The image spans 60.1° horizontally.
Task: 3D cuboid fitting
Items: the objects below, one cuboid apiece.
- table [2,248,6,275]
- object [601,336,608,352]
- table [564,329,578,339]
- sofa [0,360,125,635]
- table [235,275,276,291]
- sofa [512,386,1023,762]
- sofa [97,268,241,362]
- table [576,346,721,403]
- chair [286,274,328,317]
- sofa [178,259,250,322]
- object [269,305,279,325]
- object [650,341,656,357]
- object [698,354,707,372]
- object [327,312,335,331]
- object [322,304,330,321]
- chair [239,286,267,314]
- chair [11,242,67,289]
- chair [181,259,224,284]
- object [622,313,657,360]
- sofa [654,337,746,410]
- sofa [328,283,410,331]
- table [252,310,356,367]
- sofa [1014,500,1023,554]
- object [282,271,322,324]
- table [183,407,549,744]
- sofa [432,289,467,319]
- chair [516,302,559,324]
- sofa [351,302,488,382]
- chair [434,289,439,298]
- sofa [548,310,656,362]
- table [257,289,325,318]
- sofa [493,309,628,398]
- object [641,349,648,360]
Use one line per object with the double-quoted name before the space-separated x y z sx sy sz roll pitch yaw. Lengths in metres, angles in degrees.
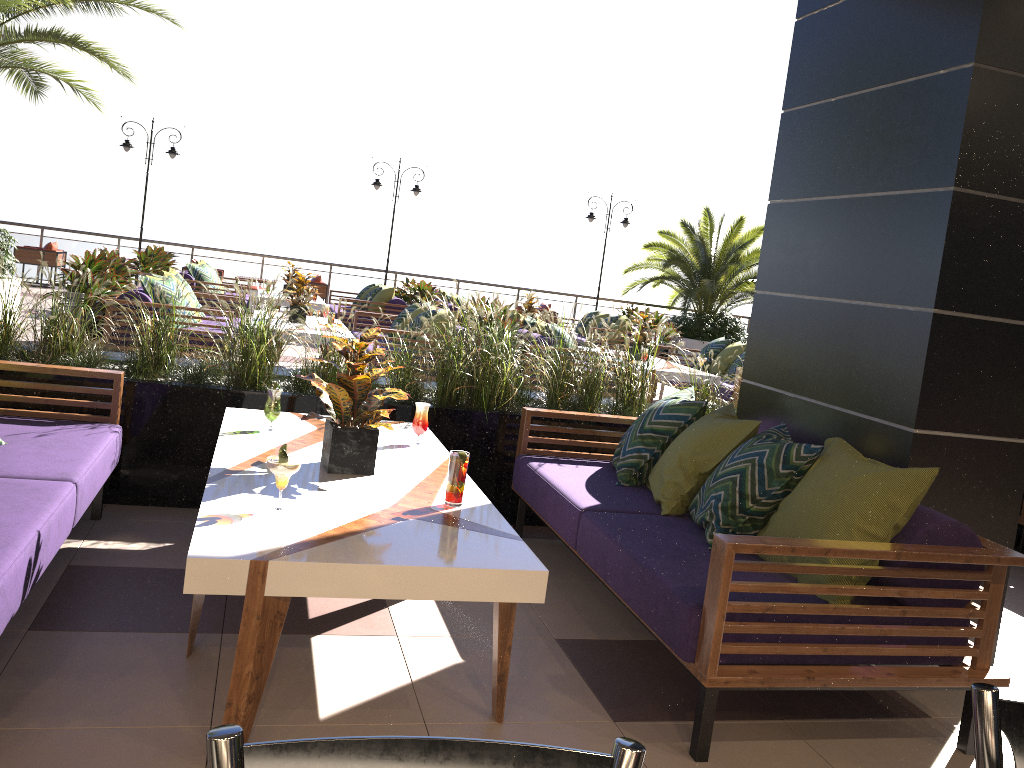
"table" -9.373 -2.142 15.542 0.738 0.587 0.761 6 6 -16
"object" 1.097 -0.477 10.550 0.067 0.189 0.085 9 4 14
"table" 0.261 -0.700 14.409 0.939 0.551 2.052 6 7 -16
"sofa" -2.014 0.271 2.882 1.117 0.915 2.141 6 7 -16
"table" -4.898 -1.709 16.817 0.738 0.587 0.761 6 6 -16
"sofa" 0.804 0.544 3.685 1.117 0.915 2.141 6 7 -16
"sofa" -3.277 -0.639 8.750 1.117 0.915 2.141 6 7 -16
"table" 1.434 -0.002 10.119 0.939 0.551 2.052 6 7 -16
"chair" -3.958 -1.731 17.074 0.712 0.813 0.719 6 5 -16
"sofa" -4.450 -1.337 13.043 1.117 0.915 2.141 6 7 -16
"object" -2.274 -0.657 8.408 0.106 0.196 0.106 9 5 17
"object" 1.711 -0.433 10.819 0.082 0.197 0.069 10 5 25
"object" 2.045 -0.228 9.551 0.106 0.196 0.106 9 5 17
"object" -1.757 -0.605 8.563 0.067 0.189 0.085 9 4 14
"object" -2.036 -0.781 9.697 0.069 0.180 0.069 9 4 17
"chair" -4.711 -1.535 16.073 0.577 0.478 0.582 7 6 -8
"chair" -8.434 -2.164 15.799 0.712 0.813 0.719 6 5 -16
"chair" -5.787 -1.908 16.553 0.712 0.813 0.719 6 5 -16
"object" 1.470 -0.536 10.070 0.430 0.524 0.427 7 5 -4
"sofa" 2.582 -0.073 10.431 1.117 0.915 2.141 6 7 -16
"sofa" -2.238 -1.122 13.668 1.117 0.915 2.141 6 7 -16
"table" -2.203 -0.354 9.083 0.939 0.551 2.052 6 7 -16
"sofa" 3.896 0.843 4.565 1.117 0.915 2.141 6 7 -16
"object" -2.157 -0.888 9.042 0.425 0.524 0.432 8 5 1
"table" -0.652 0.584 3.295 0.939 0.551 2.051 6 7 -16
"sofa" -0.805 -0.987 14.107 1.117 0.915 2.141 6 7 -16
"chair" 0.487 -1.301 18.340 0.712 0.813 0.719 6 5 -16
"sofa" -1.063 -0.423 9.368 1.117 0.915 2.141 6 7 -16
"chair" -1.342 -1.477 17.819 0.712 0.813 0.719 6 5 -16
"sofa" 1.409 -0.771 14.724 1.117 0.915 2.141 6 7 -16
"table" -3.375 -1.052 13.373 0.939 0.551 2.052 6 7 -16
"sofa" 0.370 -0.288 9.806 1.117 0.915 2.141 6 7 -16
"object" 1.406 -0.284 9.387 0.068 0.180 0.069 5 5 -28
